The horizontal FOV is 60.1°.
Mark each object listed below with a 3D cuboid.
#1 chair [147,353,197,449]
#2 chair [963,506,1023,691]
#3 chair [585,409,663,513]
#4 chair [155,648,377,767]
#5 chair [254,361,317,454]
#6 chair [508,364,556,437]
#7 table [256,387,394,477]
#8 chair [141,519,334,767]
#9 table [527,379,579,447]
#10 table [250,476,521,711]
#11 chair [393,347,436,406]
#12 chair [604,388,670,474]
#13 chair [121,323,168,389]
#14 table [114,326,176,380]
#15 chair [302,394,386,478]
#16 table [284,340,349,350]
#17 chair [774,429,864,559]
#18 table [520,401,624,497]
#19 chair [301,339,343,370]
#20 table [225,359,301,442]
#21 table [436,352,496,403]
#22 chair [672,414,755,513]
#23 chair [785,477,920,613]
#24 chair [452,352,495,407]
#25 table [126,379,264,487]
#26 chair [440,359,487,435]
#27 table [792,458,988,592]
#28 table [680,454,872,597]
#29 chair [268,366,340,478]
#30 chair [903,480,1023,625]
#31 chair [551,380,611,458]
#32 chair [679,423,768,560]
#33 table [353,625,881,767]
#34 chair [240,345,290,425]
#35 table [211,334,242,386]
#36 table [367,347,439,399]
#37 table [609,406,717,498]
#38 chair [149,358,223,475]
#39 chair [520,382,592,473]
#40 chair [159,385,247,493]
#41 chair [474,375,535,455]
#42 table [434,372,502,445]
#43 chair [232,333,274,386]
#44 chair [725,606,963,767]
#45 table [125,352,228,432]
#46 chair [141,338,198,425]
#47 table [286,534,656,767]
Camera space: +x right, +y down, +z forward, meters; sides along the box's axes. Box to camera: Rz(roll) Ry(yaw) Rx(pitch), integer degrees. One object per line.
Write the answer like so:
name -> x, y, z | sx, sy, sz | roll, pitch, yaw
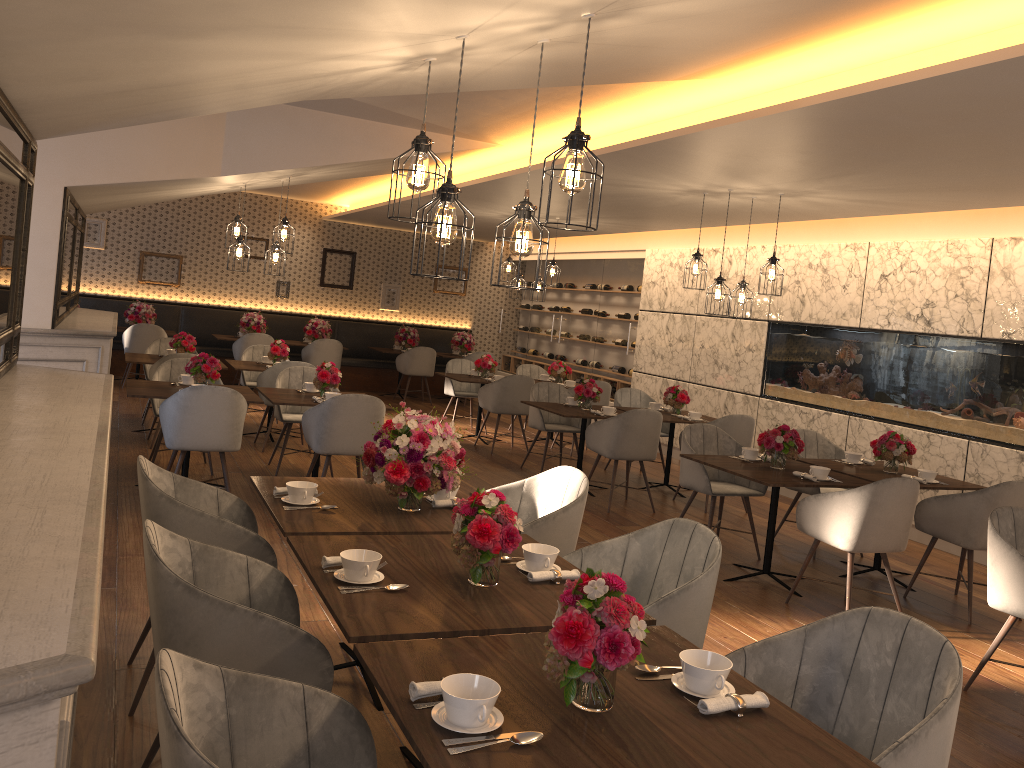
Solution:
chair -> -3.011, 0.131, 8.048 | 0.564, 0.871, 0.528 | 5, 3, -24
chair -> 2.460, 1.052, 4.046 | 0.564, 0.871, 0.528 | 5, 3, -24
chair -> 0.942, 0.602, 7.441 | 0.564, 0.871, 0.528 | 5, 3, -24
chair -> -0.429, 0.947, 1.667 | 0.525, 0.871, 0.567 | 5, 3, -24
chair -> -2.139, 0.190, 8.439 | 0.564, 0.871, 0.528 | 5, 3, -24
chair -> 0.293, 0.205, 11.312 | 0.564, 0.871, 0.528 | 5, 3, -24
table -> -1.515, 0.462, 6.917 | 0.894, 0.719, 0.900 | 4, 4, -24
chair -> -0.808, 0.834, 2.524 | 0.525, 0.871, 0.567 | 5, 3, -24
table -> 0.501, 0.356, 10.693 | 0.894, 0.719, 0.900 | 4, 4, -24
table -> -0.590, 0.839, 3.632 | 0.894, 0.719, 0.900 | 4, 4, -24
chair -> -1.438, -0.147, 13.291 | 0.564, 0.871, 0.528 | 5, 3, -24
chair -> 1.292, 0.503, 9.051 | 0.564, 0.871, 0.528 | 5, 3, -24
chair -> -4.884, -0.382, 11.744 | 0.564, 0.871, 0.528 | 5, 3, -24
table -> -5.198, -0.391, 12.343 | 0.894, 0.719, 0.900 | 4, 4, -24
chair -> -1.201, 0.470, 6.318 | 0.564, 0.871, 0.528 | 5, 3, -24
table -> -3.039, -0.243, 13.313 | 0.894, 0.719, 0.900 | 4, 4, -24
chair -> 2.332, 0.813, 6.698 | 0.564, 0.871, 0.528 | 5, 3, -24
table -> 0.629, 0.594, 8.040 | 0.894, 0.719, 0.900 | 4, 4, -24
chair -> -2.725, -0.235, 12.714 | 0.564, 0.871, 0.528 | 5, 3, -24
table -> -2.452, 0.182, 9.038 | 0.894, 0.719, 0.900 | 4, 4, -24
table -> -0.880, -0.096, 14.282 | 0.894, 0.719, 0.900 | 4, 4, -24
chair -> 1.814, 0.662, 7.833 | 0.564, 0.871, 0.528 | 5, 3, -24
chair -> 1.982, 0.913, 5.089 | 0.564, 0.871, 0.528 | 5, 3, -24
chair -> -0.566, -0.088, 13.683 | 0.564, 0.871, 0.528 | 5, 3, -24
table -> -2.387, 0.402, 6.526 | 0.894, 0.719, 0.900 | 4, 4, -24
chair -> -0.579, 0.145, 10.921 | 0.564, 0.871, 0.528 | 5, 3, -24
table -> 2.540, 0.964, 6.079 | 0.894, 0.719, 0.900 | 4, 4, -24
table -> 1.668, 0.905, 5.688 | 0.894, 0.719, 0.900 | 4, 4, -24
chair -> -1.766, 0.308, 7.518 | 0.564, 0.871, 0.528 | 5, 3, -24
chair -> 2.854, 0.972, 5.480 | 0.564, 0.871, 0.528 | 5, 3, -24
chair -> 0.815, 0.364, 10.094 | 0.564, 0.871, 0.528 | 5, 3, -24
chair -> 1.460, 0.754, 6.307 | 0.564, 0.871, 0.528 | 5, 3, -24
table -> 0.168, 1.065, 1.918 | 0.894, 0.719, 0.900 | 4, 4, -24
chair -> -2.703, 0.028, 9.638 | 0.564, 0.871, 0.528 | 5, 3, -24
table -> -3.911, -0.303, 12.921 | 0.894, 0.719, 0.900 | 4, 4, -24
table -> -1.752, -0.155, 13.891 | 0.894, 0.719, 0.900 | 4, 4, -24
table -> 1.501, 0.654, 8.432 | 0.894, 0.719, 0.900 | 4, 4, -24
chair -> -2.638, 0.249, 7.126 | 0.564, 0.871, 0.528 | 5, 3, -24
chair -> 0.420, 0.444, 8.660 | 0.564, 0.871, 0.528 | 5, 3, -24
chair -> -2.073, 0.410, 5.927 | 0.564, 0.871, 0.528 | 5, 3, -24
chair -> -0.057, 0.304, 9.703 | 0.564, 0.871, 0.528 | 5, 3, -24
table -> -0.371, 0.296, 10.302 | 0.894, 0.719, 0.900 | 4, 4, -24
chair -> -3.597, -0.295, 12.322 | 0.564, 0.871, 0.528 | 5, 3, -24
chair -> 0.771, 1.027, 2.225 | 0.525, 0.871, 0.567 | 5, 3, -24
table -> -3.324, 0.123, 8.647 | 0.894, 0.719, 0.900 | 4, 4, -24
chair -> -3.575, -0.031, 9.247 | 0.564, 0.871, 0.528 | 5, 3, -24
table -> -0.211, 0.952, 2.775 | 0.894, 0.719, 0.900 | 4, 4, -24
